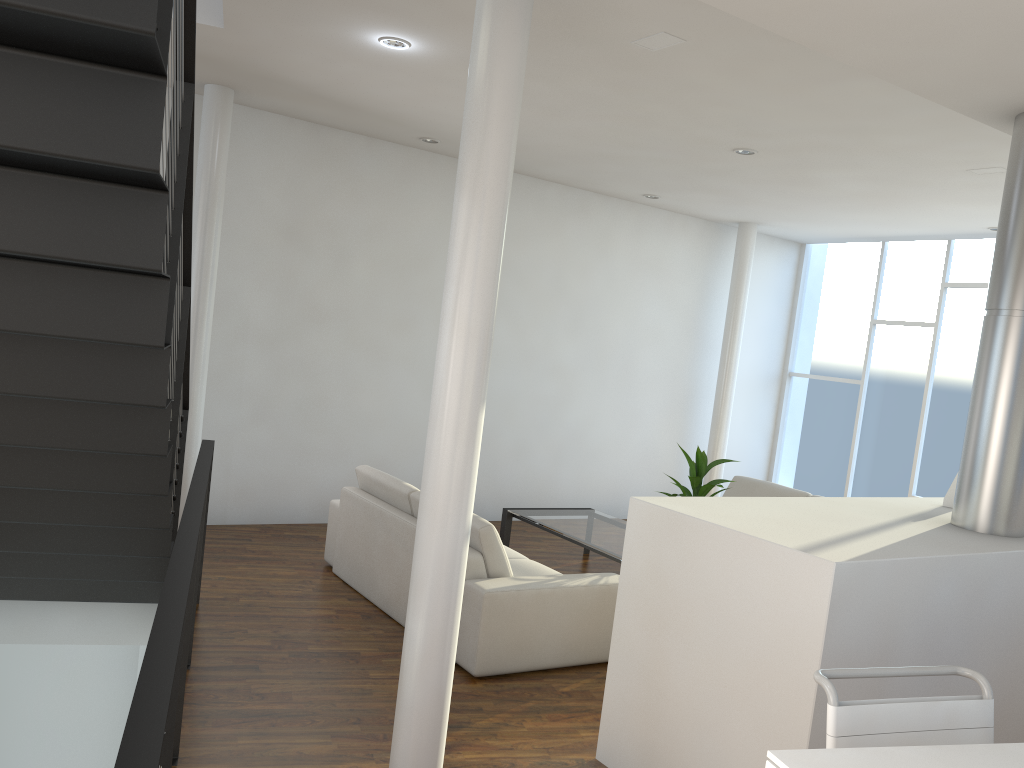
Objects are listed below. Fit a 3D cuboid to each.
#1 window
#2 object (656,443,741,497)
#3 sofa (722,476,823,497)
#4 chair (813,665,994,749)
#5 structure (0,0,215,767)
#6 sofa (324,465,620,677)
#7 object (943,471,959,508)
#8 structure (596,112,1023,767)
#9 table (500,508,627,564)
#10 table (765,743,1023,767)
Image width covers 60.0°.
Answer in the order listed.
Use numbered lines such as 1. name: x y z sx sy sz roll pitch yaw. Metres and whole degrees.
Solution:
1. window: 3.508 -1.404 6.227 0.090 5.645 3.406 4 5 -34
2. object: 0.904 0.596 4.343 0.431 0.602 0.458 10 5 42
3. sofa: 1.573 0.930 5.341 0.803 0.566 1.606 5 4 -32
4. chair: 0.748 0.925 1.413 0.428 0.766 0.554 5 4 -21
5. structure: -1.235 0.577 1.761 1.095 6.309 4.350 6 4 -18
6. sofa: -0.211 0.771 4.170 0.803 0.566 1.606 5 4 -33
7. object: 1.729 0.403 3.437 0.061 0.151 0.100 11 5 43
8. structure: 1.737 0.237 3.186 2.753 2.210 0.748 5 5 -34
9. table: 0.632 0.988 4.793 0.662 0.285 1.604 5 3 -33
10. table: 1.097 0.992 1.205 1.401 0.721 0.698 6 4 -18
